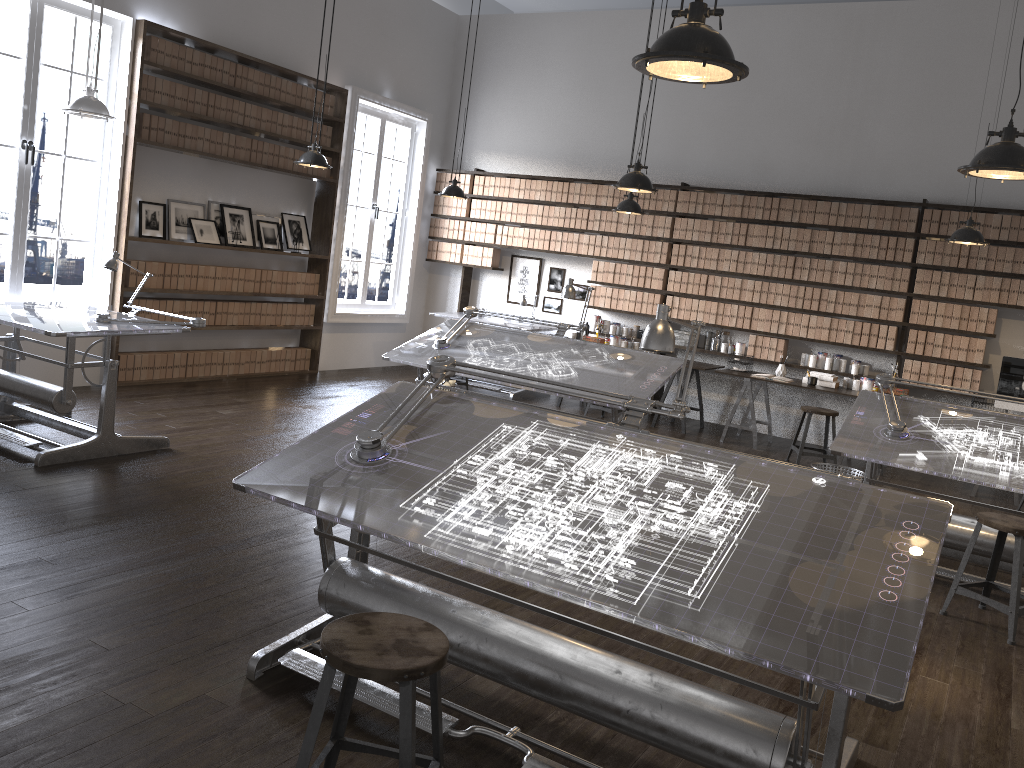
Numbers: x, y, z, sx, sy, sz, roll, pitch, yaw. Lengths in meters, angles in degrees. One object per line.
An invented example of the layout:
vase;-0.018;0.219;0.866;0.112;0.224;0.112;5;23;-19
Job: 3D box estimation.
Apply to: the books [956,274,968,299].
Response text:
books;4.051;-0.875;7.967;0.067;0.224;0.175;10;7;29

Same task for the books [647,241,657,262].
books;1.520;-1.403;9.434;0.067;0.224;0.174;10;7;29

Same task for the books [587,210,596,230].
books;0.913;-1.801;9.782;0.067;0.224;0.175;10;7;29

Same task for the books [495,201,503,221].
books;-0.117;-2.014;10.372;0.067;0.225;0.175;10;7;29

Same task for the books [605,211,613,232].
books;1.094;-1.763;9.676;0.067;0.224;0.175;10;7;29

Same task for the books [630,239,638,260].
books;1.343;-1.440;9.534;0.067;0.224;0.175;10;7;29

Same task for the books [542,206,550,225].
books;0.422;-1.902;10.064;0.067;0.224;0.175;10;7;29

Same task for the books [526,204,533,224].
books;0.246;-1.939;10.166;0.067;0.224;0.175;10;7;29

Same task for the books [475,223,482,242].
books;-0.357;-1.794;10.522;0.067;0.224;0.174;10;7;29

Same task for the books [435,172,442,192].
books;-0.854;-2.453;10.793;0.067;0.225;0.175;10;7;29

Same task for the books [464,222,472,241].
books;-0.483;-1.819;10.586;0.067;0.224;0.175;10;7;29

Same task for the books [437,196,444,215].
books;-0.820;-2.166;10.779;0.067;0.225;0.175;10;7;29

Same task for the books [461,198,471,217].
books;-0.526;-2.106;10.615;0.067;0.224;0.174;10;7;29

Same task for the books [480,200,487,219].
books;-0.291;-2.050;10.471;0.067;0.225;0.175;10;7;29

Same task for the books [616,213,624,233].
books;1.209;-1.739;9.609;0.067;0.224;0.175;10;7;29

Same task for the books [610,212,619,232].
books;1.149;-1.750;9.638;0.067;0.225;0.175;10;7;29

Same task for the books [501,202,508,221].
books;-0.050;-2.001;10.339;0.067;0.224;0.175;10;7;29

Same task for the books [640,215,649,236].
books;1.445;-1.690;9.474;0.067;0.224;0.174;10;7;29

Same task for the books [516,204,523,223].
books;0.132;-1.963;10.233;0.067;0.224;0.175;10;7;29

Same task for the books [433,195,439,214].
books;-0.878;-2.179;10.817;0.067;0.224;0.175;10;7;29

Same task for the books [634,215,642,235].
books;1.385;-1.702;9.507;0.067;0.224;0.175;10;7;29

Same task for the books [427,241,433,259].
books;-0.958;-1.640;10.873;0.067;0.224;0.175;10;7;29

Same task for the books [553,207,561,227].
books;0.541;-1.877;9.994;0.067;0.224;0.174;10;7;29

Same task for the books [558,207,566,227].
books;0.601;-1.864;9.955;0.067;0.224;0.175;10;7;29

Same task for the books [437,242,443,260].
books;-0.831;-1.613;10.799;0.067;0.224;0.175;10;7;29

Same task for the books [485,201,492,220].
books;-0.235;-2.039;10.444;0.067;0.224;0.175;10;7;29

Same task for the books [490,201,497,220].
books;-0.177;-2.027;10.413;0.067;0.224;0.175;10;7;29

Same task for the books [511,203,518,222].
books;0.071;-1.976;10.269;0.067;0.224;0.174;10;7;29

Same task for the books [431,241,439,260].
books;-0.897;-1.626;10.831;0.067;0.225;0.175;10;7;29

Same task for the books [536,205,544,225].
books;0.360;-1.915;10.096;0.067;0.225;0.175;10;7;29

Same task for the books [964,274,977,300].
books;4.110;-0.863;7.929;0.067;0.225;0.175;10;7;29

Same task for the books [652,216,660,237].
books;1.561;-1.665;9.405;0.067;0.224;0.175;10;7;29

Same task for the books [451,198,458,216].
books;-0.648;-2.130;10.678;0.067;0.225;0.175;10;7;29

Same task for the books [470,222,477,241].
books;-0.419;-1.807;10.553;0.067;0.224;0.174;10;7;29

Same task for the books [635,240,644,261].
books;1.398;-1.428;9.497;0.067;0.225;0.175;10;7;29

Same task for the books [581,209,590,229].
books;0.846;-1.814;9.814;0.067;0.225;0.175;10;7;29

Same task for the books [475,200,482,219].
books;-0.353;-2.063;10.507;0.067;0.224;0.175;10;7;29

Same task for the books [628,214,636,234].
books;1.322;-1.714;9.539;0.067;0.225;0.175;10;7;29

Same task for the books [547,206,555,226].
books;0.483;-1.890;10.032;0.067;0.224;0.174;10;7;29

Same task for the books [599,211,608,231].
books;1.034;-1.775;9.711;0.067;0.224;0.174;10;7;29

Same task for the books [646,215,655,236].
books;1.501;-1.677;9.434;0.067;0.225;0.175;10;7;29

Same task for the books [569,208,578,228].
books;0.719;-1.841;9.891;0.067;0.224;0.175;10;7;29

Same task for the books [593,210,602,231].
books;0.971;-1.788;9.743;0.067;0.224;0.174;10;7;29

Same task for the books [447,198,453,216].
books;-0.703;-2.142;10.715;0.067;0.224;0.175;10;7;29

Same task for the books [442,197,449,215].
books;-0.757;-2.153;10.745;0.067;0.224;0.175;10;7;29

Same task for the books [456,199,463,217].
books;-0.587;-2.119;10.650;0.067;0.224;0.175;10;7;29

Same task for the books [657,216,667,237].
books;1.614;-1.654;9.372;0.067;0.224;0.175;10;7;29

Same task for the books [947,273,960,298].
books;3.993;-0.888;8.003;0.067;0.224;0.174;10;7;29

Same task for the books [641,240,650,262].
books;1.459;-1.416;9.469;0.067;0.224;0.175;10;7;29

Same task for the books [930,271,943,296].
books;3.867;-0.913;8.067;0.067;0.224;0.175;10;7;29

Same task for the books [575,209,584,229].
books;0.785;-1.827;9.856;0.067;0.224;0.175;10;7;29

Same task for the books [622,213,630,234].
books;1.261;-1.727;9.576;0.067;0.224;0.175;10;7;29

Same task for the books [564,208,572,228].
books;0.662;-1.851;9.919;0.067;0.225;0.175;10;7;29

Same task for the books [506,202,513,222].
books;0.009;-1.988;10.300;0.067;0.224;0.174;10;7;29

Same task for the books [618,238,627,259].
books;1.226;-1.464;9.598;0.067;0.225;0.175;10;7;29

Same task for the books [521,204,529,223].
books;0.187;-1.951;10.195;0.067;0.225;0.175;10;7;29

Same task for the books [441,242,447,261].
books;-0.776;-1.601;10.765;0.067;0.224;0.175;10;7;29

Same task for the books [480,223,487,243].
books;-0.299;-1.782;10.486;0.067;0.224;0.175;10;7;29

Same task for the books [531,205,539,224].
books;0.299;-1.928;10.133;0.067;0.224;0.175;10;7;29

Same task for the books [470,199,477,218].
books;-0.413;-2.076;10.546;0.067;0.224;0.174;10;7;29
